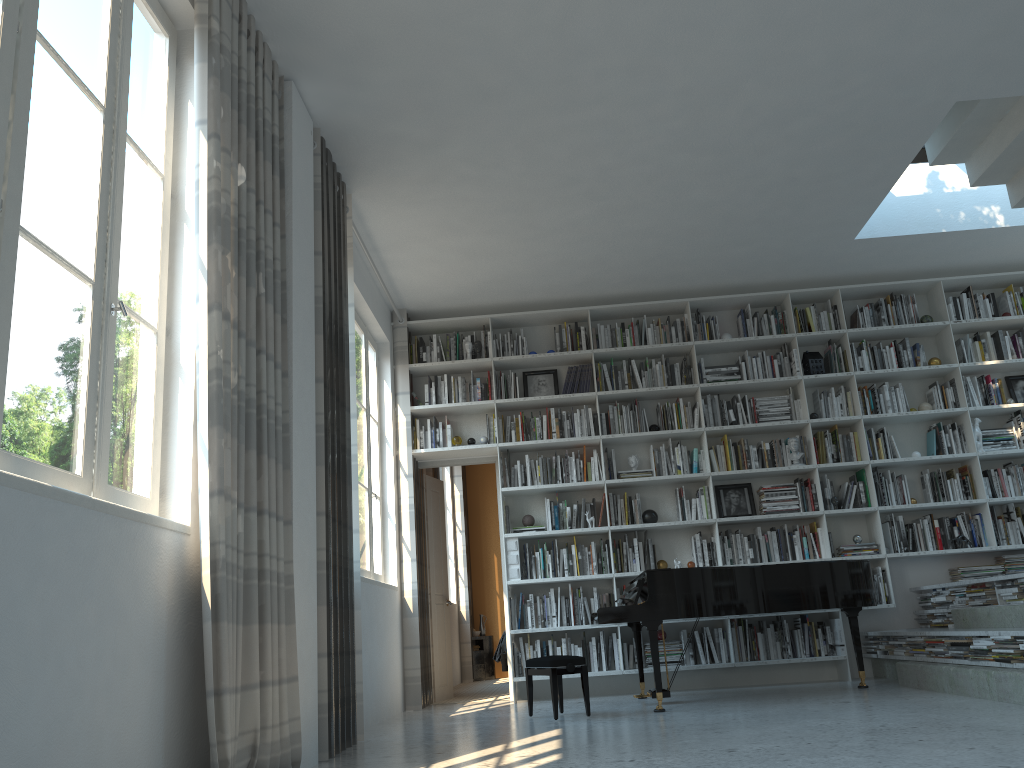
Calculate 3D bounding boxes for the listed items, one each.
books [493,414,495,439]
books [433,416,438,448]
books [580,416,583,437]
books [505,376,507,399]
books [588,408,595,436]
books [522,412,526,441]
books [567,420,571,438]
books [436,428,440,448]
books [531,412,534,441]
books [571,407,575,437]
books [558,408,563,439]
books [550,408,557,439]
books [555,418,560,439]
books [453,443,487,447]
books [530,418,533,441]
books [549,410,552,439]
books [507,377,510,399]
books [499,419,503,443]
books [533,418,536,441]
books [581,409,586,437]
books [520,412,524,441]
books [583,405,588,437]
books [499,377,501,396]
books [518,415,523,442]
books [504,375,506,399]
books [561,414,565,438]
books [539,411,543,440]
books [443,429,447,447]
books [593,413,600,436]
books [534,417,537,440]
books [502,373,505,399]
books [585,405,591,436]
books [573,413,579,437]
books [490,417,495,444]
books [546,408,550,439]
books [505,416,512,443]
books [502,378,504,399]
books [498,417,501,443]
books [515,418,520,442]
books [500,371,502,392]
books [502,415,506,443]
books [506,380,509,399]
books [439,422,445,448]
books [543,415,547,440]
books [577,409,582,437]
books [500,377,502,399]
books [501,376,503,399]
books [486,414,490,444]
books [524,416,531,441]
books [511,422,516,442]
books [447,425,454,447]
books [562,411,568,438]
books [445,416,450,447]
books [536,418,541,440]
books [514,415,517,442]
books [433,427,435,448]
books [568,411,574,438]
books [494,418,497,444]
[{"bbox_3d":[-0.142,0.406,7.460,0.010,0.285,0.137,-4,-15,2],"label":"books"},{"bbox_3d":[-0.636,0.434,7.457,0.013,0.296,0.188,-4,-16,2],"label":"books"},{"bbox_3d":[0.583,0.387,7.424,0.013,0.205,0.173,-4,-16,2],"label":"books"},{"bbox_3d":[-0.048,0.058,7.525,0.004,0.245,0.189,-4,-16,2],"label":"books"},{"bbox_3d":[0.663,0.350,7.419,0.035,0.263,0.178,-4,-16,2],"label":"books"},{"bbox_3d":[0.105,0.387,7.436,0.011,0.276,0.164,-4,-16,2],"label":"books"},{"bbox_3d":[0.475,0.407,7.430,0.022,0.185,0.137,-4,-16,2],"label":"books"},{"bbox_3d":[-0.614,0.486,7.456,0.024,0.192,0.181,-4,-16,2],"label":"books"},{"bbox_3d":[0.176,0.386,7.451,0.012,0.276,0.151,-4,-15,2],"label":"books"},{"bbox_3d":[0.515,0.354,7.428,0.012,0.280,0.188,-4,-16,2],"label":"books"},{"bbox_3d":[0.407,0.363,7.444,0.025,0.285,0.161,-4,-15,2],"label":"books"},{"bbox_3d":[0.349,0.362,7.423,0.030,0.285,0.185,-4,-16,2],"label":"books"},{"bbox_3d":[0.381,0.402,7.407,0.029,0.195,0.192,-4,-16,2],"label":"books"},{"bbox_3d":[-0.345,0.531,7.440,0.285,0.012,0.160,-5,-16,4],"label":"books"},{"bbox_3d":[0.165,0.411,7.449,0.012,0.230,0.150,-4,-16,2],"label":"books"},{"bbox_3d":[0.323,0.372,7.427,0.023,0.270,0.187,-4,-16,2],"label":"books"},{"bbox_3d":[-0.024,0.071,7.526,0.018,0.218,0.187,-4,-16,2],"label":"books"},{"bbox_3d":[-0.083,0.427,7.449,0.022,0.232,0.151,-4,-16,2],"label":"books"},{"bbox_3d":[0.191,0.410,7.431,0.014,0.217,0.164,-4,-16,2],"label":"books"},{"bbox_3d":[0.601,0.359,7.440,0.024,0.265,0.155,-4,-16,2],"label":"books"},{"bbox_3d":[0.090,0.389,7.448,0.020,0.280,0.165,-4,-16,2],"label":"books"},{"bbox_3d":[0.616,0.338,7.415,0.012,0.290,0.183,-4,-16,2],"label":"books"},{"bbox_3d":[-0.094,0.072,7.548,0.005,0.237,0.154,-4,-16,2],"label":"books"},{"bbox_3d":[0.074,0.403,7.441,0.014,0.252,0.187,-4,-16,2],"label":"books"},{"bbox_3d":[-0.054,0.063,7.547,0.010,0.248,0.166,-4,-16,2],"label":"books"},{"bbox_3d":[0.427,0.385,7.425,0.013,0.231,0.172,-4,-16,2],"label":"books"},{"bbox_3d":[0.245,0.381,7.441,0.014,0.272,0.181,-4,-16,2],"label":"books"},{"bbox_3d":[-0.554,0.488,7.476,0.029,0.191,0.135,-4,-16,2],"label":"books"},{"bbox_3d":[0.701,0.370,7.385,0.039,0.201,0.236,-4,-16,2],"label":"books"},{"bbox_3d":[0.203,0.406,7.438,0.011,0.228,0.171,-4,-16,2],"label":"books"},{"bbox_3d":[-0.064,0.056,7.540,0.009,0.259,0.184,-4,-16,2],"label":"books"},{"bbox_3d":[0.634,0.341,7.426,0.022,0.288,0.170,-4,-16,2],"label":"books"},{"bbox_3d":[0.538,0.375,7.417,0.030,0.230,0.173,-4,-16,2],"label":"books"},{"bbox_3d":[-0.168,0.421,7.474,0.044,0.268,0.134,-4,-15,2],"label":"books"},{"bbox_3d":[0.305,0.363,7.450,0.014,0.303,0.152,-4,-15,2],"label":"books"},{"bbox_3d":[-0.030,0.412,7.458,0.062,0.257,0.153,-4,-16,2],"label":"books"},{"bbox_3d":[-0.070,0.075,7.521,0.004,0.213,0.187,-4,-16,2],"label":"books"},{"bbox_3d":[-0.100,0.420,7.461,0.012,0.253,0.161,-4,-16,2],"label":"books"},{"bbox_3d":[0.053,0.416,7.440,0.030,0.229,0.172,-4,-16,2],"label":"books"},{"bbox_3d":[-0.084,0.047,7.556,0.006,0.288,0.144,-4,-15,2],"label":"books"},{"bbox_3d":[-0.068,0.408,7.445,0.012,0.262,0.181,-4,-16,2],"label":"books"},{"bbox_3d":[-0.037,0.084,7.560,0.012,0.214,0.132,-4,-16,2],"label":"books"},{"bbox_3d":[-0.583,0.457,7.444,0.021,0.236,0.189,-4,-16,2],"label":"books"},{"bbox_3d":[0.277,0.396,7.440,0.047,0.237,0.163,-4,-16,2],"label":"books"},{"bbox_3d":[0.563,0.358,7.420,0.022,0.262,0.175,-4,-16,2],"label":"books"},{"bbox_3d":[-0.089,0.052,7.552,0.005,0.276,0.147,-4,-15,2],"label":"books"},{"bbox_3d":[-0.076,0.071,7.532,0.009,0.228,0.185,-4,-16,2],"label":"books"},{"bbox_3d":[-0.197,0.409,7.457,0.012,0.284,0.160,-4,-15,2],"label":"books"},{"bbox_3d":[0.135,0.402,7.448,0.047,0.249,0.134,-4,-15,2],"label":"books"},{"bbox_3d":[0.015,0.432,7.425,0.026,0.194,0.176,-4,-16,2],"label":"books"},{"bbox_3d":[-0.515,0.466,7.445,0.029,0.210,0.187,-4,-16,2],"label":"books"},{"bbox_3d":[0.447,0.373,7.442,0.029,0.260,0.158,-4,-16,2],"label":"books"},{"bbox_3d":[-0.538,0.430,7.470,0.013,0.298,0.179,-4,-16,2],"label":"books"},{"bbox_3d":[0.224,0.408,7.430,0.031,0.216,0.173,-4,-16,2],"label":"books"},{"bbox_3d":[0.032,0.403,7.449,0.010,0.262,0.151,-4,-16,2],"label":"books"},{"bbox_3d":[-0.644,0.483,7.463,0.011,0.205,0.163,-4,-16,2],"label":"books"},{"bbox_3d":[0.494,0.371,7.444,0.035,0.260,0.131,-4,-15,2],"label":"books"},{"bbox_3d":[-0.127,0.425,7.417,0.021,0.224,0.232,-4,-16,2],"label":"books"}]
